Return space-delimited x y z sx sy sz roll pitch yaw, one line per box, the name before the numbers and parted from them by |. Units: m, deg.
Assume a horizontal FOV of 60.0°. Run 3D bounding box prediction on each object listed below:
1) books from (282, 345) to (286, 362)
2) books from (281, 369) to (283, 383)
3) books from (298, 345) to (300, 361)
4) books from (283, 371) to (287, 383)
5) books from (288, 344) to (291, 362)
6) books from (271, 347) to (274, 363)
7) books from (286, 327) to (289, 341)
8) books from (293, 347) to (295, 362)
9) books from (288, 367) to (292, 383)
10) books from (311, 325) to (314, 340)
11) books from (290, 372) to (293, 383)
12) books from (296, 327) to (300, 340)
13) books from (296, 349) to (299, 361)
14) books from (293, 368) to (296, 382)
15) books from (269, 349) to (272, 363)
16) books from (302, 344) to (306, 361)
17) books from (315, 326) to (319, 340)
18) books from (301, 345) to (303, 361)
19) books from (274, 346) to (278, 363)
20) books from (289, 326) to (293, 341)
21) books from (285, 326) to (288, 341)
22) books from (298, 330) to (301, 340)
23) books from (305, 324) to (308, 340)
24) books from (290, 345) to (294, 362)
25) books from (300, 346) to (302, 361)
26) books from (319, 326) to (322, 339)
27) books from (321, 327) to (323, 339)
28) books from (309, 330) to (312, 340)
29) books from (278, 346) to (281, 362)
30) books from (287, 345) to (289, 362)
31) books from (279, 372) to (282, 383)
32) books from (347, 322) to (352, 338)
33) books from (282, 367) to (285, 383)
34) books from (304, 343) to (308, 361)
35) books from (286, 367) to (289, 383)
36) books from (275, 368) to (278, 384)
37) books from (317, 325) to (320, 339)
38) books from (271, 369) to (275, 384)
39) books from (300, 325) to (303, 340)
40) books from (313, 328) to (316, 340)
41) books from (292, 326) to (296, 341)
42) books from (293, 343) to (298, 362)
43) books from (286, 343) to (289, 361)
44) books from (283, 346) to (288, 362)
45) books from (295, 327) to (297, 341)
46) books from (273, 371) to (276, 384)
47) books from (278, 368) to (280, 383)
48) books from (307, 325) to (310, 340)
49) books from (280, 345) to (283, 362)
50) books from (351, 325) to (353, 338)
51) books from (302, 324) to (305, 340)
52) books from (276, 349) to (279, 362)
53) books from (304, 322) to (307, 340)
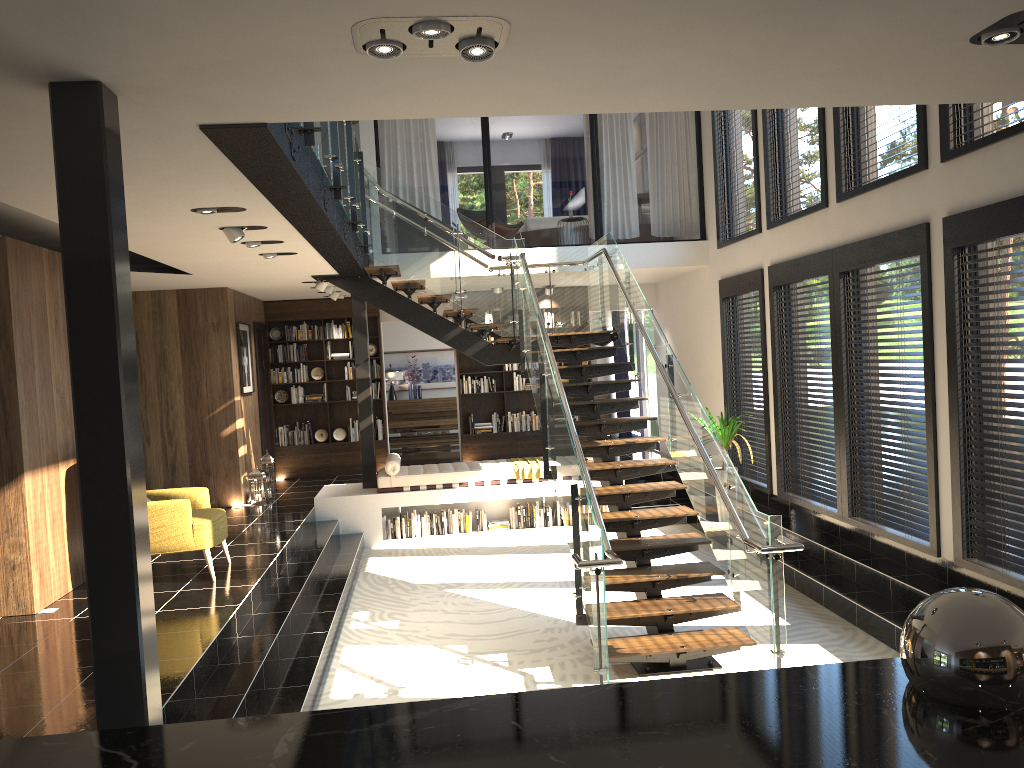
books | -3.447 -0.460 13.415 0.027 0.261 0.181 -3 2 -6
books | -3.477 -0.118 13.465 0.018 0.208 0.126 -3 2 -6
books | -3.218 -0.463 13.459 0.028 0.240 0.148 -3 2 -6
books | -3.427 -0.106 13.436 0.035 0.181 0.164 -3 2 -6
books | -3.351 -0.467 13.413 0.019 0.264 0.175 -3 2 -6
books | -3.618 -0.435 13.404 0.023 0.231 0.143 -3 2 -6
books | -3.380 -0.755 13.397 0.024 0.216 0.210 -3 2 -6
books | -3.299 -0.448 13.442 0.024 0.220 0.123 -3 2 -6
books | -3.362 -0.138 13.435 0.026 0.237 0.164 -3 2 -6
books | -3.024 -0.778 13.476 0.030 0.218 0.165 -3 2 -6
books | -3.335 -0.105 13.451 0.026 0.167 0.173 -3 2 -6
books | -3.243 -0.758 13.467 0.025 0.203 0.156 -3 2 -6
books | -3.240 -0.435 13.422 0.025 0.188 0.181 -3 2 -6
books | -3.298 -0.132 13.462 0.053 0.216 0.151 -3 2 -6
books | -3.642 -0.427 13.421 0.023 0.215 0.148 -3 2 -6
books | -3.154 -0.478 13.462 0.025 0.263 0.147 -3 2 -6
books | -2.965 -0.778 13.468 0.027 0.212 0.180 -3 2 -6
books | -3.178 -0.467 13.455 0.024 0.243 0.144 -3 2 -6
books | -3.576 -0.450 13.427 0.066 0.255 0.127 -3 2 -6
books | -3.338 -0.762 13.427 0.026 0.222 0.202 -3 2 -6
books | -3.404 -0.764 13.432 0.017 0.234 0.199 -3 2 -6
books | -3.209 -0.736 13.443 0.035 0.156 0.186 -3 2 -6
books | -3.107 -0.786 13.445 0.020 0.245 0.228 -3 2 -6
books | -3.328 -0.464 13.441 0.032 0.255 0.160 -3 2 -6
books | -3.196 -0.459 13.449 0.014 0.230 0.172 -3 2 -6
books | -2.898 -0.776 13.453 0.023 0.202 0.201 -3 2 -6
books | -2.878 -0.774 13.489 0.024 0.194 0.182 -3 2 -6
books | -3.058 -0.742 13.484 0.040 0.149 0.125 -3 2 -6
books | -3.499 -0.454 13.408 0.035 0.255 0.183 -3 2 -6
books | -3.371 -0.462 13.430 0.018 0.256 0.172 -3 2 -6
books | -3.501 -0.096 13.443 0.037 0.169 0.148 -3 2 -6
books | -2.472 -0.824 13.541 0.064 0.247 0.209 -3 2 -6
books | -3.458 -0.133 13.460 0.019 0.236 0.139 -3 2 -6
books | -3.125 -0.482 13.466 0.035 0.267 0.133 -3 2 -6
books | -3.394 -0.135 13.452 0.036 0.235 0.169 -3 2 -6
books | -3.548 -0.126 13.409 0.022 0.235 0.194 -3 2 -6
books | -2.931 -0.780 13.464 0.039 0.212 0.171 -3 2 -6
books | -3.621 -0.117 13.437 0.030 0.224 0.165 -3 2 -6
books | -3.172 -0.775 13.428 0.039 0.230 0.205 -3 2 -6
books | -2.990 -0.756 13.447 0.029 0.172 0.187 -3 2 -6
books | -3.296 -0.761 13.438 0.059 0.216 0.159 -3 2 -6
books | -3.271 -0.476 13.429 0.033 0.273 0.189 -3 2 -6
books | -3.389 -0.477 13.430 0.015 0.288 0.154 -3 2 -6
books | -3.412 -0.452 13.399 0.039 0.243 0.179 -3 2 -6
books | -3.261 -0.761 13.448 0.014 0.212 0.184 -3 2 -6
books | -3.583 -0.103 13.436 0.045 0.192 0.164 -3 2 -6
books | -3.532 -0.127 13.458 0.018 0.232 0.123 -3 2 -6
books | -3.088 -0.782 13.458 0.020 0.235 0.206 -3 2 -6
books | -3.471 -0.462 13.407 0.022 0.267 0.197 -3 2 -6
books | -2.427 -0.802 13.535 0.021 0.197 0.200 -3 2 -6
books | -3.139 -0.781 13.418 0.025 0.239 0.220 -3 2 -6
books | -3.527 -0.427 13.408 0.025 0.204 0.192 -3 2 -6
books | -3.121 -0.801 13.419 0.012 0.278 0.228 -3 2 -6
